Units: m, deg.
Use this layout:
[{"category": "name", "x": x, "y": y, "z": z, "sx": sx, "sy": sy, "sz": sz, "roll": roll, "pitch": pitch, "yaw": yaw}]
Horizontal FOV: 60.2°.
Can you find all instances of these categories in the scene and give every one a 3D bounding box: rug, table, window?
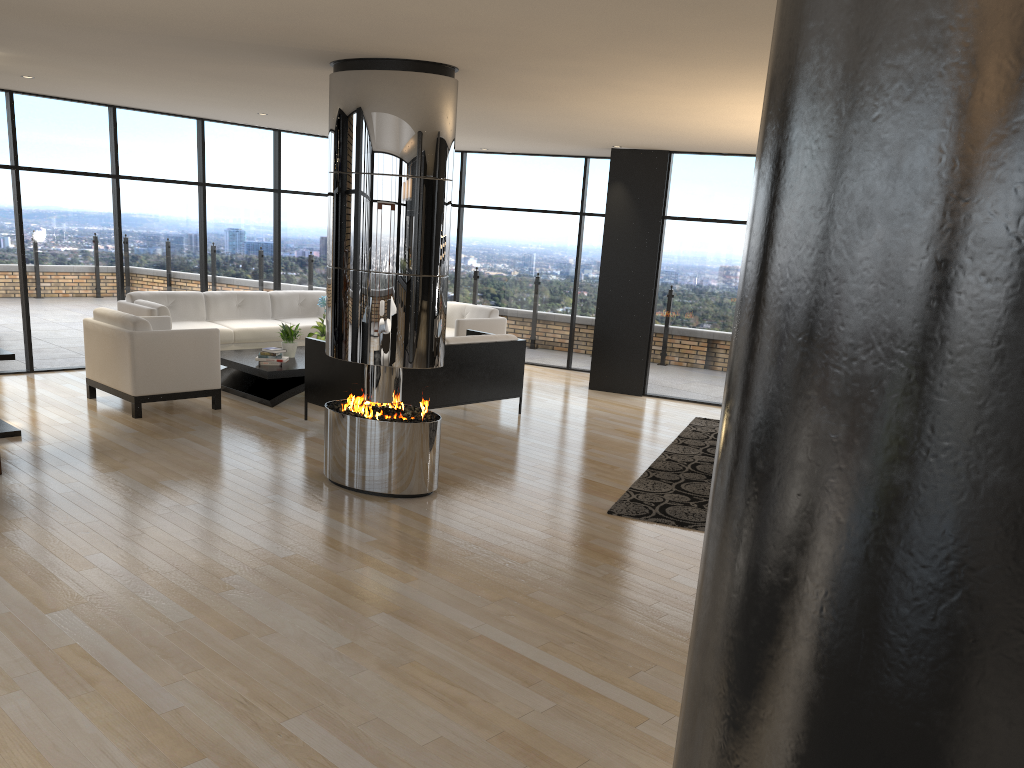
[{"category": "rug", "x": 2.567, "y": 0.788, "z": 7.226, "sx": 2.704, "sy": 0.011, "sz": 3.661, "roll": 8, "pitch": 11, "yaw": 19}, {"category": "table", "x": -2.067, "y": -0.132, "z": 9.449, "sx": 1.248, "sy": 0.359, "sz": 2.015, "roll": 14, "pitch": 14, "yaw": 42}, {"category": "window", "x": -1.959, "y": -1.478, "z": 4.169, "sx": 10.047, "sy": 4.891, "sz": 15.682, "roll": 10, "pitch": 12, "yaw": 29}]

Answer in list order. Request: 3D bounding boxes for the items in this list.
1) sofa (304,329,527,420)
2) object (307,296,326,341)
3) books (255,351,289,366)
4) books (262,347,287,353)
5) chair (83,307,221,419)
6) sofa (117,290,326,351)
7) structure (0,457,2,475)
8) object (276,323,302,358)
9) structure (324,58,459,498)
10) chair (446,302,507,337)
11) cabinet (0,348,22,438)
[{"category": "sofa", "x": -0.877, "y": -0.084, "z": 8.368, "sx": 0.827, "sy": 0.821, "sz": 2.015, "roll": 16, "pitch": 16, "yaw": 41}, {"category": "object", "x": -1.978, "y": -0.620, "z": 9.369, "sx": 0.355, "sy": 0.645, "sz": 0.363, "roll": -3, "pitch": 16, "yaw": -28}, {"category": "books", "x": -2.350, "y": -0.257, "z": 8.663, "sx": 0.308, "sy": 0.129, "sz": 0.219, "roll": 2, "pitch": 12, "yaw": -9}, {"category": "books", "x": -2.328, "y": -0.331, "z": 8.641, "sx": 0.183, "sy": 0.027, "sz": 0.153, "roll": 11, "pitch": 12, "yaw": 32}, {"category": "chair", "x": -3.289, "y": -0.240, "z": 8.106, "sx": 0.988, "sy": 0.875, "sz": 0.847, "roll": 15, "pitch": 17, "yaw": 41}, {"category": "sofa", "x": -3.085, "y": -0.628, "z": 10.335, "sx": 0.843, "sy": 0.874, "sz": 2.673, "roll": 16, "pitch": 16, "yaw": 41}, {"category": "structure", "x": -3.768, "y": -0.221, "z": 5.704, "sx": 0.721, "sy": 1.629, "sz": 0.512, "roll": 17, "pitch": 19, "yaw": 40}, {"category": "object", "x": -2.301, "y": -0.461, "z": 9.120, "sx": 0.284, "sy": 0.378, "sz": 0.210, "roll": 5, "pitch": 14, "yaw": 5}, {"category": "structure", "x": -0.841, "y": -0.642, "z": 5.909, "sx": 0.884, "sy": 2.804, "sz": 0.578, "roll": 12, "pitch": 17, "yaw": 29}, {"category": "chair", "x": -0.725, "y": -0.538, "z": 10.791, "sx": 0.988, "sy": 0.875, "sz": 0.847, "roll": 15, "pitch": 17, "yaw": 41}, {"category": "cabinet", "x": -5.033, "y": -1.127, "z": 6.897, "sx": 2.626, "sy": 2.802, "sz": 1.175, "roll": 16, "pitch": 18, "yaw": 42}]
